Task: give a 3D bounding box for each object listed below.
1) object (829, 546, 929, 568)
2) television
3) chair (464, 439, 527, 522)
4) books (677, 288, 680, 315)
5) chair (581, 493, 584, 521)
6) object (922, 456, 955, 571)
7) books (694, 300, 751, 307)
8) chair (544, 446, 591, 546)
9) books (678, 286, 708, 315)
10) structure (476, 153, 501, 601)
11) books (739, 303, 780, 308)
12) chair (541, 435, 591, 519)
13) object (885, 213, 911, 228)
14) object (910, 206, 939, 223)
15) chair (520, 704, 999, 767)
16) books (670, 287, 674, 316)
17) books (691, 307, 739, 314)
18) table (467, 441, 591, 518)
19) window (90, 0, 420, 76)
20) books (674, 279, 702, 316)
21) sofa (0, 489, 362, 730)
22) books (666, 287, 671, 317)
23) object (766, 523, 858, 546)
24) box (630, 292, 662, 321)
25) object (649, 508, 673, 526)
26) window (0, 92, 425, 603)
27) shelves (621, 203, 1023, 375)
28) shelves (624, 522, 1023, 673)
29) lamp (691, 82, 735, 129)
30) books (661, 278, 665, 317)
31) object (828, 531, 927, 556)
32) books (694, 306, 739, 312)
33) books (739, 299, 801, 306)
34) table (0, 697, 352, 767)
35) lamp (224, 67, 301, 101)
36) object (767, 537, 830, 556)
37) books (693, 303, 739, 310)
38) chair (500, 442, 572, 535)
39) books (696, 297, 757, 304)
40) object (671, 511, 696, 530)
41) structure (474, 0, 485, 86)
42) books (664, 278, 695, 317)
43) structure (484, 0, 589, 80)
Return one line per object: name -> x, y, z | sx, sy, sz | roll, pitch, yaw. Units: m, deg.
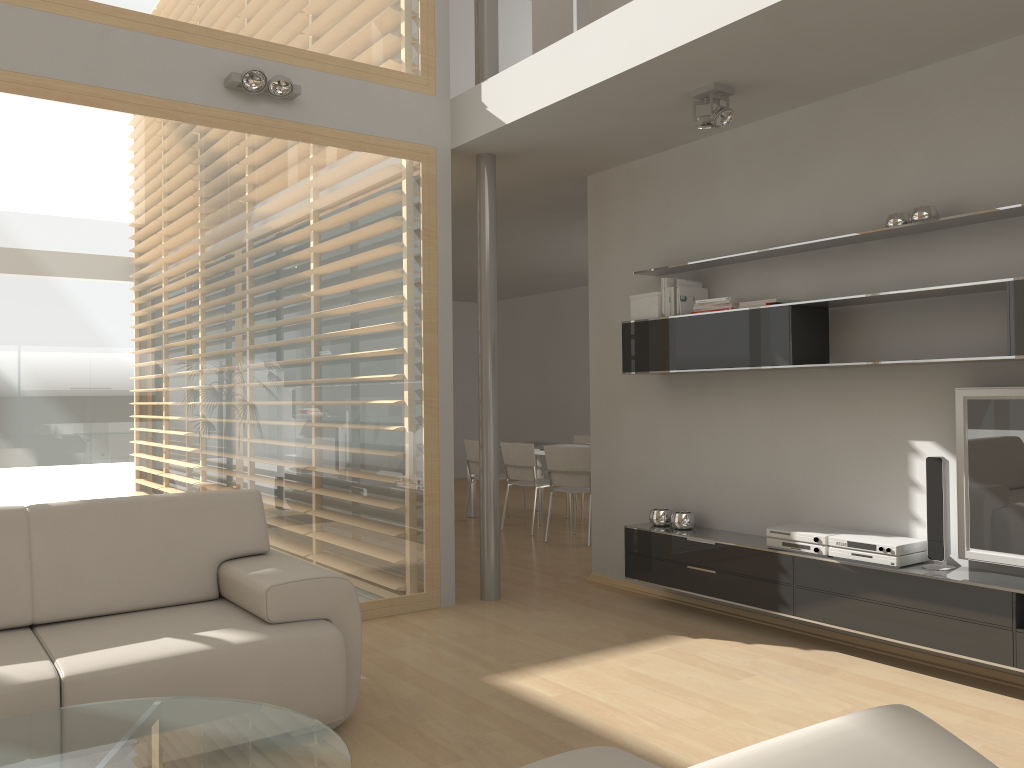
object -> 1.671, 0.779, 4.056 | 0.250, 0.049, 0.349 | 0, -1, -35
television -> 2.297, 0.371, 3.334 | 0.096, 0.735, 1.224 | 0, -1, -35
chair -> -0.177, 0.950, 8.734 | 0.501, 0.807, 0.455 | 0, -1, -25
books -> 1.006, -0.454, 4.994 | 0.207, 0.156, 0.009 | 0, -1, -35
chair -> 1.003, 0.936, 8.681 | 0.501, 0.807, 0.455 | 0, -1, -35
object -> 1.849, 0.557, 3.852 | 0.116, 0.483, 0.111 | 0, -1, -39
books -> 1.139, -0.427, 4.764 | 0.190, 0.015, 0.254 | 0, -1, -34
chair -> 0.587, 0.923, 7.537 | 0.455, 0.807, 0.501 | -1, -1, 35
books -> 1.025, -0.460, 4.989 | 0.230, 0.169, 0.023 | 0, -1, -35
structure -> -0.145, -0.045, 5.400 | 0.121, 2.700, 0.122 | -1, -1, 43
books -> 1.323, -0.394, 4.534 | 0.254, 0.015, 0.190 | 0, -1, -29
chair -> 0.625, 0.948, 9.200 | 0.501, 0.807, 0.455 | 0, -1, -35
object -> 1.764, -0.739, 4.048 | 0.115, 0.081, 0.115 | -1, -1, 35
object -> 1.814, -0.741, 3.904 | 0.115, 0.081, 0.115 | -1, -1, 35
chair -> -0.150, 0.811, 0.931 | 1.562, 0.846, 1.165 | 0, -1, -35
books -> 0.992, -0.459, 5.033 | 0.230, 0.169, 0.027 | 0, -1, -35
books -> 1.146, -0.387, 4.760 | 0.210, 0.013, 0.297 | 0, -1, -35
table -> 0.547, 0.967, 8.437 | 0.900, 0.746, 2.199 | 0, -1, -35
window -> -1.583, -2.895, 4.466 | 2.525, 2.200, 0.020 | 0, -1, -35
books -> 0.995, -0.480, 5.006 | 0.207, 0.210, 0.021 | 0, -1, -35
sofa -> -1.659, 0.861, 3.086 | 2.093, 0.846, 1.168 | 0, -1, -35
books -> 0.969, -0.459, 5.051 | 0.230, 0.169, 0.027 | 0, -1, -35
object -> 1.460, 0.737, 4.343 | 0.262, 0.049, 0.349 | 0, -1, -35
box -> 0.852, -0.445, 5.170 | 0.232, 0.149, 0.232 | 0, -1, -35
object -> 0.878, 0.784, 5.219 | 0.143, 0.091, 0.143 | -1, -1, -3
window -> -1.551, -0.045, 4.422 | 2.525, 2.500, 0.020 | 0, -1, -35
shelves -> 1.991, -0.251, 3.589 | 0.300, 0.914, 4.236 | 0, -1, -35
shelves -> 2.004, 0.948, 3.570 | 0.300, 0.312, 4.236 | 0, -1, -35
lamp -> 0.974, -1.327, 4.289 | 0.150, 0.195, 0.214 | 0, -1, -35
books -> 0.947, -0.487, 5.085 | 0.230, 0.227, 0.017 | 0, -1, -35
object -> 1.665, 0.730, 4.053 | 0.262, 0.049, 0.349 | 0, -1, -35
books -> 1.144, -0.399, 4.764 | 0.190, 0.011, 0.268 | 0, -1, -34
books -> 1.326, -0.410, 4.521 | 0.227, 0.017, 0.230 | 0, -1, -35
table -> -0.959, 1.076, 1.953 | 1.198, 0.370, 1.198 | 0, -1, -18
lamp -> -1.262, -1.527, 4.534 | 0.360, 0.110, 0.183 | 0, -1, -35
object -> 1.461, 0.785, 4.342 | 0.262, 0.049, 0.349 | 0, -1, -35
books -> 1.137, -0.412, 4.771 | 0.190, 0.015, 0.254 | 0, -1, -39
chair -> 0.214, 0.936, 8.137 | 0.501, 0.807, 0.455 | 0, -1, -40
books -> 1.151, -0.443, 4.769 | 0.230, 0.017, 0.227 | 0, -1, -40
object -> 0.981, 0.781, 5.074 | 0.143, 0.091, 0.143 | -1, -1, -3
structure -> -0.176, -2.895, 5.443 | 0.121, 2.400, 0.122 | -1, -1, 43
books -> 0.963, -0.487, 5.074 | 0.230, 0.227, 0.017 | 0, -1, -35
structure -> 1.256, -2.196, 3.133 | 0.080, 0.900, 5.400 | 0, -1, -35
